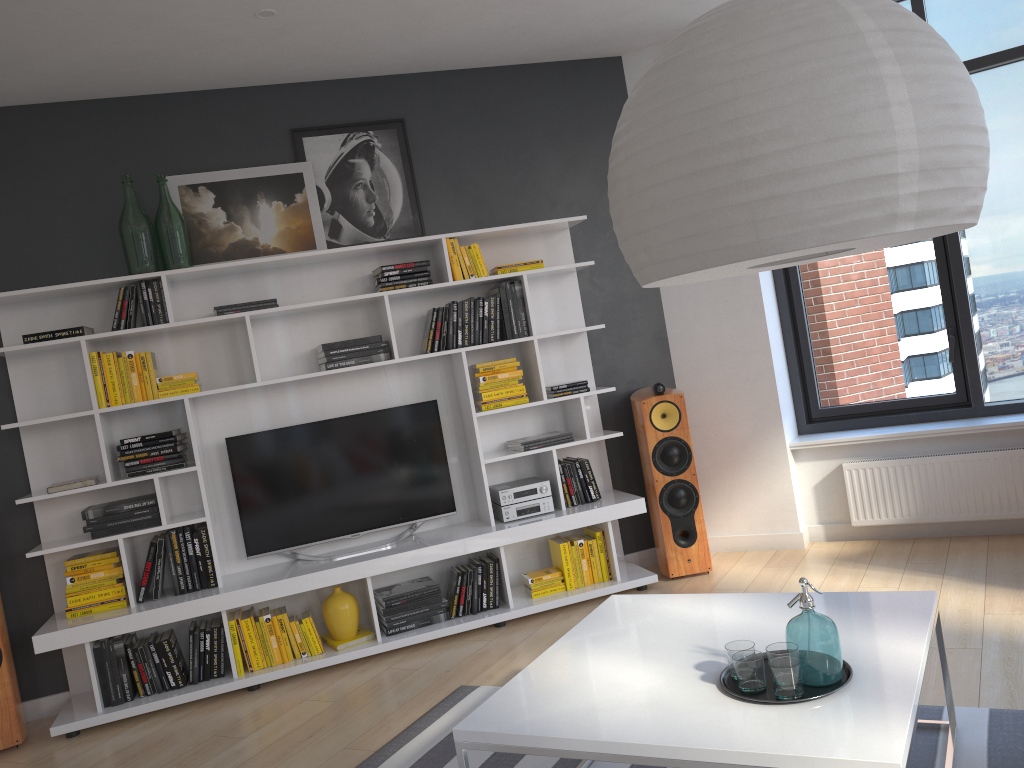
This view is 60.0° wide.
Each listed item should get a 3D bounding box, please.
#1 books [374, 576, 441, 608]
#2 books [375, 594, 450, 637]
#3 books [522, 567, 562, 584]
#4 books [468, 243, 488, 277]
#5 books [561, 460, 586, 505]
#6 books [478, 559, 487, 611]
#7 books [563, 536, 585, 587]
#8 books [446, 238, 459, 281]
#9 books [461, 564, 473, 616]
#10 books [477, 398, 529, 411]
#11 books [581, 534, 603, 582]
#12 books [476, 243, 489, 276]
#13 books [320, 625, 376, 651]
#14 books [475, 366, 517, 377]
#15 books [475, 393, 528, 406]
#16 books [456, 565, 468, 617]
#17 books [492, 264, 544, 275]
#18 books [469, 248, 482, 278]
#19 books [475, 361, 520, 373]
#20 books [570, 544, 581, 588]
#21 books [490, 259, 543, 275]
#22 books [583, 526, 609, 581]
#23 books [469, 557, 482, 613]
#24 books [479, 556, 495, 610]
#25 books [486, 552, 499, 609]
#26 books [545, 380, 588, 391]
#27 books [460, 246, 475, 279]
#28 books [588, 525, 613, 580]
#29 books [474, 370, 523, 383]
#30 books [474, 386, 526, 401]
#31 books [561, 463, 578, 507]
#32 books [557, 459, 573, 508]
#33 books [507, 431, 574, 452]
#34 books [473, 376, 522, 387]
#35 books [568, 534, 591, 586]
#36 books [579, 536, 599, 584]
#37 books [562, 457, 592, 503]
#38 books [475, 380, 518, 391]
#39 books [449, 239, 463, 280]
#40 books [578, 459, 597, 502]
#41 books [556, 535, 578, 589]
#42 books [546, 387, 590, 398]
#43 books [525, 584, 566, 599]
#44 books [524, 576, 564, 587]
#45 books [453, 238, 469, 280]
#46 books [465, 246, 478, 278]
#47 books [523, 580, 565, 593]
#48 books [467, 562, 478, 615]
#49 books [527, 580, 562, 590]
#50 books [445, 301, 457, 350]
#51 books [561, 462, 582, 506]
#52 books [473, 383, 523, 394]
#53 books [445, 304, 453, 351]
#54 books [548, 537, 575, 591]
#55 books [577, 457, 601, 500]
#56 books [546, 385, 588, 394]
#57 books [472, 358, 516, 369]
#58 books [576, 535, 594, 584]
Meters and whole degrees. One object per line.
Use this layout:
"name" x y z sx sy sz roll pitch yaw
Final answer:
"books" -0.552 1.090 4.651 0.310 0.047 0.250 -11 2 -20
"books" -0.525 1.180 4.635 0.343 0.137 0.277 -11 2 -20
"books" 0.160 1.036 4.801 0.186 0.026 0.138 -10 2 -15
"books" -0.192 -0.653 4.758 0.064 0.184 0.141 -10 2 -14
"books" 0.339 0.543 4.915 0.050 0.242 0.169 -10 2 -16
"books" -0.167 1.065 4.703 0.068 0.243 0.179 -10 2 -17
"books" 0.337 0.966 4.847 0.019 0.251 0.180 -10 2 -15
"books" -0.334 -0.650 4.717 0.041 0.229 0.161 -10 2 -17
"books" -0.245 1.083 4.673 0.081 0.233 0.169 -10 2 -16
"books" -0.052 0.108 4.847 0.257 0.028 0.194 -10 2 -10
"books" 0.440 0.956 4.875 0.024 0.234 0.172 -10 2 -15
"books" -0.172 -0.658 4.772 0.044 0.184 0.142 -10 2 -15
"books" -0.841 1.293 4.529 0.204 0.029 0.270 -11 2 -30
"books" -0.087 -0.068 4.865 0.227 0.022 0.160 -10 2 0
"books" -0.062 0.084 4.854 0.257 0.024 0.203 -10 2 -12
"books" -0.278 1.089 4.678 0.096 0.234 0.187 -10 2 -15
"books" 0.032 -0.616 4.862 0.257 0.028 0.194 -10 2 -10
"books" -0.208 -0.637 4.738 0.046 0.161 0.108 -10 2 -16
"books" -0.082 -0.092 4.863 0.223 0.023 0.163 -10 2 -11
"books" 0.324 0.982 4.824 0.024 0.229 0.156 -10 2 -16
"books" 0.022 -0.641 4.868 0.257 0.024 0.203 -10 2 -12
"books" 0.462 0.934 4.888 0.029 0.270 0.204 -10 2 -15
"books" -0.196 1.063 4.701 0.075 0.254 0.192 -10 2 -16
"books" -0.134 1.054 4.717 0.084 0.249 0.191 -10 2 -15
"books" -0.103 1.043 4.726 0.066 0.260 0.197 -10 2 -15
"books" 0.297 0.009 4.919 0.213 0.023 0.161 -10 2 -12
"books" -0.251 -0.640 4.745 0.054 0.180 0.132 -10 2 -15
"books" 0.485 0.929 4.903 0.025 0.270 0.213 -10 2 -15
"books" -0.076 -0.041 4.866 0.239 0.033 0.176 -10 2 -12
"books" -0.068 0.051 4.857 0.243 0.042 0.189 -10 2 -15
"books" 0.291 0.554 4.917 0.053 0.240 0.189 -10 2 -15
"books" 0.257 0.544 4.912 0.053 0.268 0.202 -10 2 -16
"books" 0.153 0.316 4.905 0.310 0.047 0.250 -11 2 -20
"books" -0.082 -0.014 4.866 0.239 0.019 0.171 -10 2 -15
"books" 0.363 0.962 4.852 0.035 0.250 0.185 -10 2 -15
"books" 0.416 0.961 4.865 0.024 0.234 0.172 -10 2 -15
"books" 0.362 0.533 4.934 0.066 0.255 0.193 -10 2 -16
"books" -0.085 0.008 4.847 0.217 0.023 0.145 -10 2 -11
"books" -0.317 -0.652 4.741 0.041 0.224 0.163 -10 2 -17
"books" 0.393 0.533 4.934 0.066 0.242 0.177 -10 2 -16
"books" 0.298 0.969 4.838 0.015 0.263 0.199 -10 2 -15
"books" 0.307 0.047 4.903 0.213 0.023 0.161 -10 2 -12
"books" 0.177 1.107 4.792 0.190 0.033 0.147 -10 2 -15
"books" 0.170 1.055 4.791 0.187 0.014 0.134 -10 2 -15
"books" -0.291 -0.657 4.757 0.054 0.224 0.164 -10 2 -16
"books" -0.230 -0.643 4.744 0.044 0.178 0.128 -10 2 -16
"books" 0.173 1.084 4.796 0.196 0.011 0.148 -10 2 -15
"books" -0.209 1.074 4.670 0.069 0.242 0.172 -10 2 -14
"books" 0.171 1.072 4.775 0.169 0.018 0.113 -10 2 -14
"books" -0.328 -0.309 4.763 0.075 0.254 0.192 -10 2 -16
"books" 0.316 0.550 4.917 0.049 0.236 0.170 -10 2 -15
"books" -0.079 0.023 4.869 0.251 0.014 0.189 -10 2 -12
"books" -0.342 -0.298 4.732 0.069 0.242 0.172 -10 2 -14
"books" 0.270 0.976 4.828 0.044 0.255 0.198 -10 2 -15
"books" 0.417 0.532 4.974 0.077 0.233 0.179 -10 2 -15
"books" 0.302 0.029 4.905 0.198 0.015 0.142 -10 2 -17
"books" -0.101 -0.113 4.881 0.223 0.023 0.163 -10 2 -11
"books" 0.391 0.962 4.862 0.023 0.239 0.169 -10 2 -15
